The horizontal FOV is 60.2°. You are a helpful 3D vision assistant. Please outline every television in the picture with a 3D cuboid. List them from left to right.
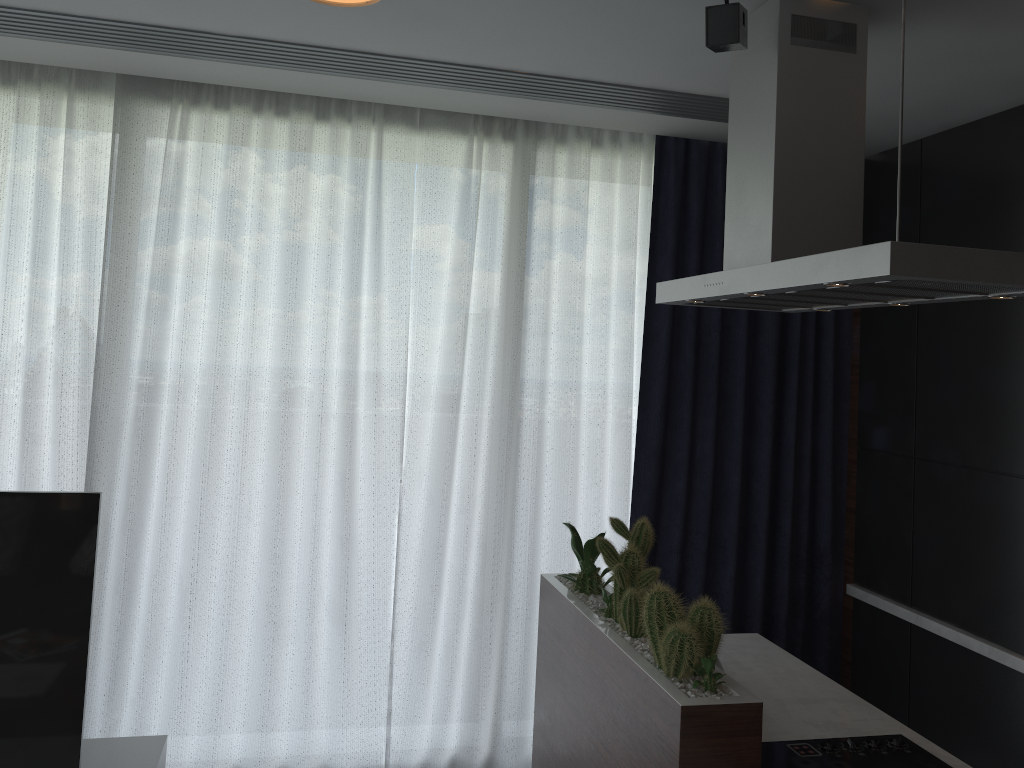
[{"bbox_3d":[-1.504,0.601,1.751,1.228,0.790,0.297,3,-3,-13],"label":"television"}]

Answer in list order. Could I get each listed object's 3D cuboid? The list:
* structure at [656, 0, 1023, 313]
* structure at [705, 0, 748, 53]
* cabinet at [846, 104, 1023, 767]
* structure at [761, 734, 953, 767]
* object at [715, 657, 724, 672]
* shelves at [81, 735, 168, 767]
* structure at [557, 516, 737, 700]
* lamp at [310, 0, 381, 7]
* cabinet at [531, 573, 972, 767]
[{"bbox_3d":[0.771,-0.579,2.122,0.446,0.762,1.043,3,0,-14],"label":"structure"},{"bbox_3d":[0.532,-0.897,2.189,0.084,0.143,0.114,2,-2,26],"label":"structure"},{"bbox_3d":[2.158,0.394,2.074,0.704,2.561,3.475,4,0,-14],"label":"cabinet"},{"bbox_3d":[0.784,0.863,1.704,0.503,0.057,0.763,2,2,-14],"label":"structure"},{"bbox_3d":[0.435,0.740,2.490,0.221,0.145,0.344,3,1,-14],"label":"object"},{"bbox_3d":[-2.031,1.218,1.806,2.346,0.501,0.872,3,1,-13],"label":"shelves"},{"bbox_3d":[0.294,0.488,2.248,0.222,0.287,0.999,3,1,-11],"label":"structure"},{"bbox_3d":[2.175,-0.808,0.743,9.563,0.085,5.348,2,2,-27],"label":"lamp"},{"bbox_3d":[0.841,0.355,1.227,0.785,2.560,3.331,4,0,-14],"label":"cabinet"}]
